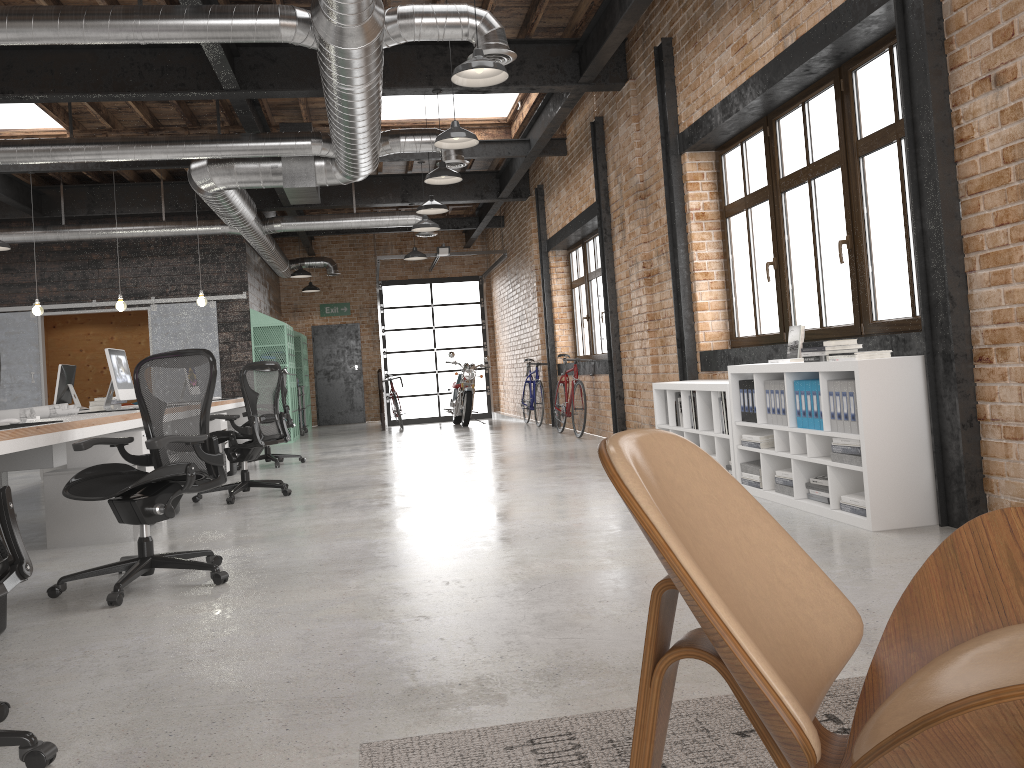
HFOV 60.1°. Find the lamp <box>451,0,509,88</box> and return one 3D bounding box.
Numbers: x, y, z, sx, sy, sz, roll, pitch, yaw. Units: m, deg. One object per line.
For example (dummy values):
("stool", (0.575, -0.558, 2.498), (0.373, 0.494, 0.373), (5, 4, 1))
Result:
("lamp", (-0.230, -2.336, 5.542), (0.361, 0.858, 0.361), (-4, -2, 8))

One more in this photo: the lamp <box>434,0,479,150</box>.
("lamp", (-0.490, -2.595, 7.082), (0.362, 1.365, 0.361), (-3, -2, -36))

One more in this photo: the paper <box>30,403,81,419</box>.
("paper", (-3.601, 0.223, 5.996), (0.977, 0.106, 1.073), (-5, 1, -45))

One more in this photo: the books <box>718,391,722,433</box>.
("books", (1.528, 0.189, 5.977), (0.259, 0.305, 0.040), (-4, -2, -4))

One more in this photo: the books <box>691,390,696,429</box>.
("books", (1.454, 0.163, 6.488), (0.259, 0.353, 0.070), (-4, -2, -4))

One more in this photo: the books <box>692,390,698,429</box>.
("books", (1.458, 0.162, 6.458), (0.272, 0.355, 0.062), (-4, -2, -4))

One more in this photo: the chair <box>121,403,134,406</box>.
("chair", (-6.163, 0.698, 14.394), (0.618, 0.779, 0.579), (-4, -1, -14))

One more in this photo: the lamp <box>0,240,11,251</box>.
("lamp", (-6.057, -1.996, 10.301), (0.361, 0.858, 0.361), (-4, -2, 8))

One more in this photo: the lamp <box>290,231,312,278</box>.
("lamp", (-3.611, -2.481, 14.993), (0.362, 1.340, 0.361), (-3, -2, -32))

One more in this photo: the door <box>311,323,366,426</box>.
("door", (-3.645, -0.207, 18.632), (0.998, 2.103, 0.217), (-4, -2, -9))

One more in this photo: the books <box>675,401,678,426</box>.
("books", (1.398, 0.160, 6.893), (0.272, 0.355, 0.062), (-4, -2, -4))

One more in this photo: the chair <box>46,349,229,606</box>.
("chair", (-1.689, 0.383, 4.107), (0.769, 1.087, 0.792), (-4, -1, 15))

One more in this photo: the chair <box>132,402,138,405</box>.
("chair", (-6.922, 0.723, 16.274), (0.618, 0.779, 0.579), (-4, -1, -14))

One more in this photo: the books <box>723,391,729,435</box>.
("books", (1.538, 0.165, 5.839), (0.272, 0.355, 0.062), (-4, -2, -4))

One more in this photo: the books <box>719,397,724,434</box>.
("books", (1.490, 0.214, 5.934), (0.182, 0.262, 0.056), (-4, -2, -4))

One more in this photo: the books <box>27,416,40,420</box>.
("books", (-3.123, 0.224, 5.533), (0.200, 0.024, 0.235), (-4, 1, 24))

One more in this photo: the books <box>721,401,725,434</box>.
("books", (1.488, 0.226, 5.902), (0.162, 0.240, 0.054), (-4, -2, -4))

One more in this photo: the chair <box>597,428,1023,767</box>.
("chair", (0.643, 0.427, 1.314), (0.857, 0.753, 0.865), (-4, 0, -33))

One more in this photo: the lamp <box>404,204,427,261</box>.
("lamp", (-1.526, -2.368, 13.748), (0.362, 0.858, 0.361), (-3, -2, -32))

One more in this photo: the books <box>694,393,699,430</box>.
("books", (1.446, 0.199, 6.423), (0.222, 0.283, 0.061), (-4, -2, -4))

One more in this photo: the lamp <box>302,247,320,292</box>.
("lamp", (-3.996, -2.491, 17.430), (0.362, 1.340, 0.361), (-3, -2, -32))

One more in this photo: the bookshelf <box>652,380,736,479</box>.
("bookshelf", (1.482, 0.324, 6.460), (0.400, 0.685, 1.542), (-4, 0, -9))

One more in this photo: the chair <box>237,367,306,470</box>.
("chair", (-2.736, 0.370, 9.869), (0.793, 1.087, 0.768), (-3, -1, -30))

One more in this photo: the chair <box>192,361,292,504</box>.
("chair", (-2.183, 0.372, 7.142), (0.792, 1.087, 0.769), (-4, -1, 0))

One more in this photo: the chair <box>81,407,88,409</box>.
("chair", (-6.859, 0.749, 14.282), (0.618, 0.779, 0.579), (-4, -1, -14))

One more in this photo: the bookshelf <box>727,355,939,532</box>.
("bookshelf", (1.726, 0.272, 4.930), (0.400, 0.801, 1.542), (-4, 0, -9))

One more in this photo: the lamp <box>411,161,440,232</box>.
("lamp", (-1.108, -2.357, 11.097), (0.361, 0.858, 0.361), (-4, -2, 8))

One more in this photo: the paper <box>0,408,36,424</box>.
("paper", (-3.140, 0.209, 4.662), (1.135, 0.083, 0.082), (-4, -1, -14))

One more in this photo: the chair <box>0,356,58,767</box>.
("chair", (-1.522, 0.402, 2.057), (0.793, 1.087, 0.768), (-4, -1, -25))

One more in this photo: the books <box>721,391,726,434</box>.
("books", (1.529, 0.165, 5.892), (0.258, 0.355, 0.049), (-4, -2, -4))

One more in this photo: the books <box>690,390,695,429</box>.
("books", (1.449, 0.161, 6.511), (0.258, 0.355, 0.049), (-4, -2, -4))

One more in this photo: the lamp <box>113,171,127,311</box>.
("lamp", (-4.684, -1.699, 10.512), (0.123, 1.681, 0.123), (-4, -2, -11))

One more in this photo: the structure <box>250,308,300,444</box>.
("structure", (-3.743, -0.131, 14.079), (0.557, 2.103, 1.116), (-4, -1, -9))

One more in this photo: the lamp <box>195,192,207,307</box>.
("lamp", (-3.777, -1.765, 10.658), (0.123, 1.681, 0.123), (-4, -2, -11))

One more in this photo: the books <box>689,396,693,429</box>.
("books", (1.410, 0.210, 6.553), (0.182, 0.262, 0.056), (-4, -2, -4))

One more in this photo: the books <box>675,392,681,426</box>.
("books", (1.386, 0.197, 6.857), (0.222, 0.283, 0.061), (-4, -2, -4))

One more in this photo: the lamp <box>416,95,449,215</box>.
("lamp", (-0.938, -2.606, 9.917), (0.362, 1.365, 0.361), (-4, -2, -2))

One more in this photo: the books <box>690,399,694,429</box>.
("books", (1.408, 0.222, 6.521), (0.162, 0.240, 0.054), (-4, -2, -4))

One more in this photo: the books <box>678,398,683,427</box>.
("books", (1.389, 0.219, 6.821), (0.197, 0.240, 0.058), (-4, -2, -4))

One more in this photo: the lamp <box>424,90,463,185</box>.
("lamp", (-0.678, -2.347, 8.378), (0.361, 0.858, 0.361), (-4, -2, 13))

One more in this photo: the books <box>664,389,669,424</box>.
("books", (1.373, 0.159, 7.146), (0.259, 0.352, 0.065), (-4, -2, -4))

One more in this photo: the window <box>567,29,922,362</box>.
("window", (1.523, -1.119, 8.610), (0.147, 1.693, 8.623), (-4, 1, -9))

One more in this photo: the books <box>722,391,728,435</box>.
("books", (1.534, 0.166, 5.869), (0.259, 0.353, 0.070), (-4, -2, -4))

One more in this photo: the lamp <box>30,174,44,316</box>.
("lamp", (-5.591, -1.632, 10.366), (0.123, 1.681, 0.123), (-4, -2, -11))

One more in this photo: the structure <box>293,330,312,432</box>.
("structure", (-4.222, -0.143, 17.110), (0.557, 2.103, 1.116), (-4, -1, -9))
